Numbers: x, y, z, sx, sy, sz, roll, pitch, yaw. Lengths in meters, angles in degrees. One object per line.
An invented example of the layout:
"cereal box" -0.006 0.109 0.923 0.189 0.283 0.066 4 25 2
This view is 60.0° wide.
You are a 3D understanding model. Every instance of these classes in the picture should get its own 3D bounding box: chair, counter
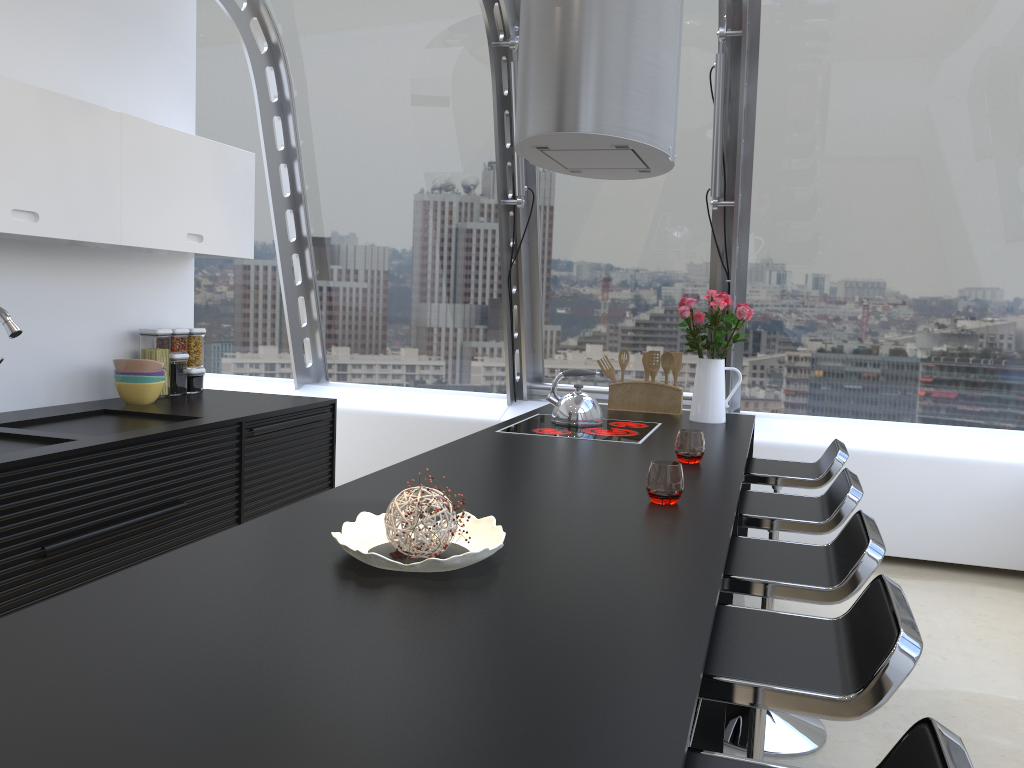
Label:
"chair" 0.275 0.842 1.055 0.460 0.857 0.418 4 5 17
"chair" 0.471 0.794 1.675 0.460 0.857 0.418 4 5 17
"counter" 0.169 0.272 2.671 1.006 0.018 3.800 4 5 16
"counter" -1.772 0.199 2.652 0.804 0.025 3.738 4 5 16
"chair" 0.653 0.750 2.247 0.460 0.857 0.418 4 5 17
"chair" 1.076 0.647 3.578 0.460 0.857 0.418 4 5 17
"chair" 0.855 0.700 2.883 0.460 0.857 0.418 4 5 17

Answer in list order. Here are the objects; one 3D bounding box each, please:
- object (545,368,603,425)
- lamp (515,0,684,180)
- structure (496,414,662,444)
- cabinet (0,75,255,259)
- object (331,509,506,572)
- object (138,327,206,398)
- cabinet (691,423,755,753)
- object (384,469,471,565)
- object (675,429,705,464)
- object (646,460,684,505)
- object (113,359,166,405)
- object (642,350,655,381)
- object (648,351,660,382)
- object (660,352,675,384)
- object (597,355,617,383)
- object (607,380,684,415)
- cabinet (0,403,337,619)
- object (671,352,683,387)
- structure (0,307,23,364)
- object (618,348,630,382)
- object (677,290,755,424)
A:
"object" 0.285 0.048 3.816 0.221 0.230 0.221 -2 7 -42
"lamp" 0.361 -1.376 3.514 0.606 0.966 1.112 4 5 16
"structure" 0.295 0.198 3.654 0.562 0.041 0.640 4 5 16
"cabinet" -1.967 -0.746 2.638 0.343 0.515 3.741 4 5 16
"object" -0.182 0.318 1.742 0.334 0.078 0.329 3 5 4
"object" -1.610 -0.106 4.210 0.113 0.315 0.365 4 5 16
"cabinet" 0.151 0.698 2.710 1.007 0.838 3.800 4 5 16
"object" -0.178 0.259 1.725 0.190 0.191 0.165 7 7 44
"object" 0.586 0.206 2.918 0.095 0.106 0.095 6 6 37
"object" 0.396 0.255 2.292 0.095 0.106 0.095 4 5 15
"object" -1.612 -0.013 3.841 0.185 0.205 0.205 3 5 4
"object" 0.656 -0.016 4.315 0.061 0.299 0.040 4 5 15
"object" 0.683 -0.012 4.286 0.057 0.299 0.019 4 5 17
"object" 0.744 -0.007 4.269 0.068 0.298 0.039 4 5 17
"object" 0.506 -0.009 4.361 0.199 0.259 0.016 5 6 28
"object" 0.649 0.063 4.313 0.353 0.157 0.084 4 5 17
"cabinet" -1.951 -0.353 1.920 0.831 2.901 5.157 4 5 16
"object" 0.785 -0.006 4.275 0.057 0.294 0.030 4 5 17
"structure" -1.764 -0.007 3.044 0.248 0.536 0.115 4 5 15
"object" 0.543 -0.025 4.351 0.055 0.299 0.027 4 5 17
"object" 0.901 -0.126 3.995 0.350 0.596 0.327 5 6 23
